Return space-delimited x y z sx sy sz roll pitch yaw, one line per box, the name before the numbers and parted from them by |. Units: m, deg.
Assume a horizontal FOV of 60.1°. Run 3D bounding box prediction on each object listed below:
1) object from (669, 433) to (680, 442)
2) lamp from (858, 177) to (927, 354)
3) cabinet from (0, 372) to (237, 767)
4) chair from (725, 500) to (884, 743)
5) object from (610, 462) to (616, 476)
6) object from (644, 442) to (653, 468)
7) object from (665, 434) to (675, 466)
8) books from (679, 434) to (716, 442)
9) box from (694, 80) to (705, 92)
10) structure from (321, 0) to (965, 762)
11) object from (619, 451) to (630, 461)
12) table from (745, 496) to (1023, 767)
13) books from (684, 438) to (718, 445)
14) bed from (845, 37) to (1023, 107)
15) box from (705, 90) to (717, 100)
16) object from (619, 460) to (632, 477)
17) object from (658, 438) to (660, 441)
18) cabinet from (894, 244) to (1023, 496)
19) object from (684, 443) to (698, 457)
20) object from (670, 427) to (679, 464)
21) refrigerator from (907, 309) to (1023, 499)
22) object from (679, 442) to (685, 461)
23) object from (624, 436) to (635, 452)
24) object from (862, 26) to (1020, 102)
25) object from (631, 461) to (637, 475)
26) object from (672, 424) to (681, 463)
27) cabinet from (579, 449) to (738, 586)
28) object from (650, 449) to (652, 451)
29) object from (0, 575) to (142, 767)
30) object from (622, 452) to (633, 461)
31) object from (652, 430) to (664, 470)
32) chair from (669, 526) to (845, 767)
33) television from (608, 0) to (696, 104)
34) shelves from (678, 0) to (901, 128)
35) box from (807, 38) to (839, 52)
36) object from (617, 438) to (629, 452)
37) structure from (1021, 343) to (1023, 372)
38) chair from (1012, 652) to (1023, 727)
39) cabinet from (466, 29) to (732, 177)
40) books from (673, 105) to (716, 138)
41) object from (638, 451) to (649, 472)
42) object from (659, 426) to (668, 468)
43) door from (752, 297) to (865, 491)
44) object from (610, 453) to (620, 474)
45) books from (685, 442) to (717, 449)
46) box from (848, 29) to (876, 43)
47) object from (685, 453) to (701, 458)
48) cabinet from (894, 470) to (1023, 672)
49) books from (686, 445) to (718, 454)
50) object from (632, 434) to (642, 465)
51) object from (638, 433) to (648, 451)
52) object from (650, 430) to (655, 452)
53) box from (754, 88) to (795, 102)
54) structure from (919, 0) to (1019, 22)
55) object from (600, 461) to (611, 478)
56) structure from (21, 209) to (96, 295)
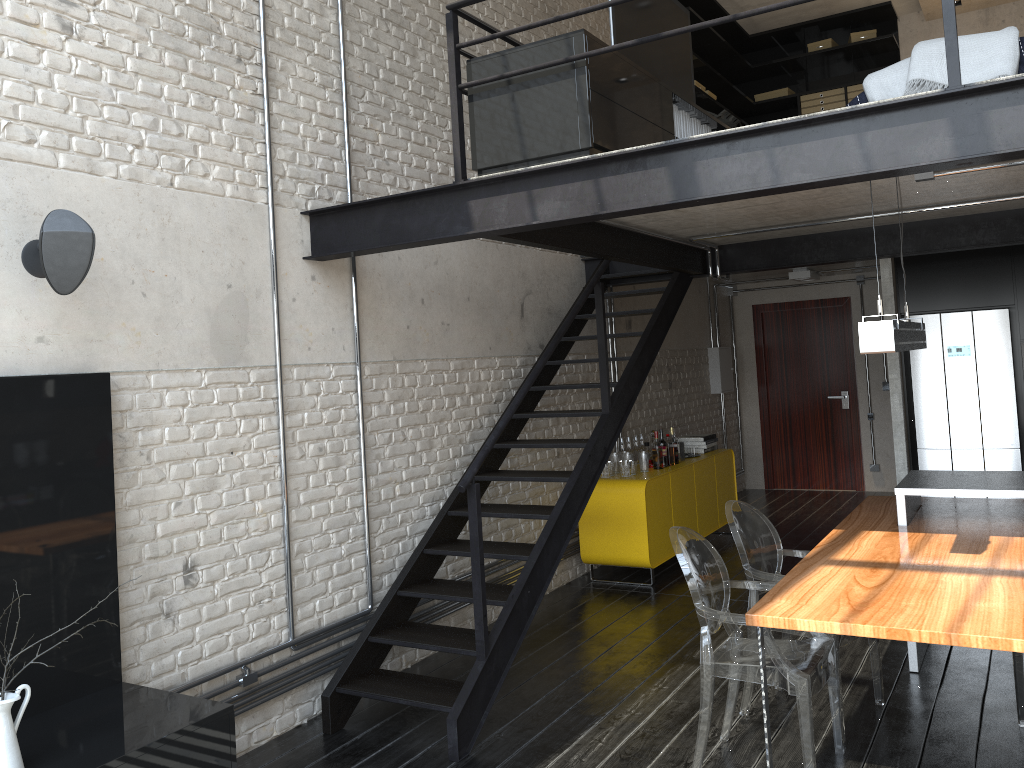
object | 1.428 0.520 7.811 0.119 0.240 0.119 -2 -2 -43
lamp | 1.588 -0.583 3.723 0.125 0.892 1.089 -5 -1 31
cabinet | -2.078 0.881 1.907 0.732 1.726 3.109 -5 0 31
chair | 1.306 1.028 4.092 0.588 0.942 0.540 -5 -2 41
object | 0.753 0.653 6.778 0.093 0.100 0.092 -3 -1 -22
object | 1.092 0.573 7.135 0.087 0.206 0.087 -2 -2 -34
object | 1.274 0.537 7.197 0.067 0.258 0.099 -5 -3 36
books | 1.688 0.493 8.095 0.258 0.038 0.325 -3 1 33
box | 1.659 -2.859 8.674 0.400 0.083 0.296 -3 1 31
structure | 2.038 -0.230 4.607 4.774 3.347 3.790 -3 0 31
object | 0.890 0.613 6.976 0.087 0.155 0.087 -5 -2 43
table | 1.925 1.097 4.029 0.925 0.734 2.675 -4 1 31
books | 1.693 0.527 8.107 0.287 0.031 0.351 -3 1 31
bed | 3.138 -1.575 4.683 2.689 0.843 4.484 -3 1 31
box | 1.882 -2.903 9.146 0.400 0.126 0.264 -3 1 31
object | 0.860 0.638 6.672 0.096 0.120 0.095 -2 -1 -42
object | 1.238 0.556 7.350 0.101 0.212 0.100 -2 -3 -44
cabinet | 4.277 0.028 6.741 2.315 2.480 0.553 -4 -2 31
object | 1.561 0.577 7.803 0.099 0.107 0.228 -3 0 -32
object | 1.327 0.507 7.301 0.081 0.308 0.081 -4 -2 25
refrigerator | 3.651 0.337 7.094 0.722 1.828 0.499 -5 -3 31
object | 1.391 0.562 7.479 0.135 0.182 0.052 -3 -2 -22
object | 0.974 0.556 7.319 0.092 0.245 0.092 -3 -2 -9
object | 2.420 -1.431 4.826 0.680 0.660 2.520 -4 1 32
object | 0.915 0.644 6.764 0.093 0.100 0.092 -3 -1 -22
object | 1.359 0.496 7.382 0.073 0.321 0.073 -4 -2 21
cabinet | 1.297 1.043 7.428 0.547 0.771 2.202 -4 0 31
object | 1.250 0.611 7.571 0.152 0.093 0.245 -3 1 -18
object | -1.423 0.750 2.563 0.351 0.783 0.698 -4 -1 28
object | 0.902 0.614 6.879 0.087 0.155 0.087 -5 -2 43
object | 1.152 0.522 7.019 0.081 0.309 0.081 -4 -2 22
chair | 0.953 1.060 3.555 0.588 0.942 0.540 -4 -2 31
television | 0.831 -2.012 5.314 0.295 0.863 1.319 -5 -1 31
shelves | 2.807 -2.617 9.218 2.119 2.796 2.676 -4 -1 31
box | 3.553 -3.780 10.052 0.263 0.126 0.401 -3 1 36
object | 0.906 0.562 7.216 0.092 0.245 0.092 -3 -2 -9
structure | 4.228 -0.121 6.732 0.580 0.421 0.448 -3 0 31
chair | 2.342 0.980 3.480 0.589 0.942 0.539 -4 -2 16
cabinet | 0.872 -1.307 5.284 0.605 0.552 3.183 -4 1 31
books | 0.984 -1.441 5.170 0.166 0.225 0.975 -4 1 31
object | 1.027 0.606 6.891 0.087 0.155 0.087 -5 -2 43
object | 1.208 0.505 7.117 0.079 0.330 0.079 -4 -2 21
door | 3.488 0.126 10.424 1.131 2.221 0.195 -4 -3 31
object | 0.807 0.619 6.921 0.087 0.155 0.087 -5 -2 43
books | 1.699 0.558 8.090 0.259 0.031 0.329 -3 1 29
box | 3.894 -3.796 9.850 0.263 0.126 0.401 -3 1 16
object | 1.505 0.632 7.765 0.299 0.012 0.300 -3 1 11
cabinet | 3.700 0.834 5.020 2.426 1.006 2.748 -3 1 31
books | 1.699 0.596 8.102 0.259 0.044 0.351 -3 1 33
object | 1.049 0.549 7.429 0.092 0.245 0.092 -3 -2 -9
object | 1.112 0.543 7.536 0.092 0.245 0.092 -3 -2 -9
object | 1.165 0.524 7.243 0.114 0.293 0.114 -2 -2 -31
box | 3.072 -3.326 10.333 0.400 0.126 0.264 -3 1 36
structure | 5.047 -2.648 7.841 2.588 2.957 2.792 -4 -1 31
object | 0.703 0.647 6.683 0.096 0.120 0.095 -3 -1 -7
structure | -1.637 -0.472 3.185 0.178 0.307 0.357 -2 -1 -41
